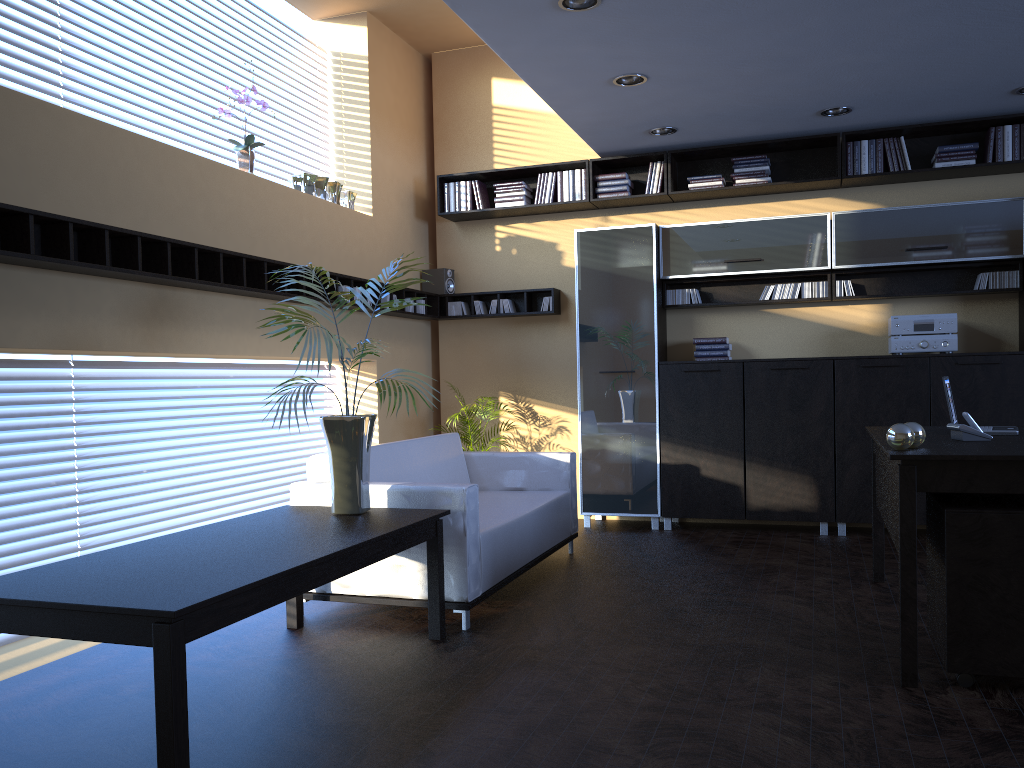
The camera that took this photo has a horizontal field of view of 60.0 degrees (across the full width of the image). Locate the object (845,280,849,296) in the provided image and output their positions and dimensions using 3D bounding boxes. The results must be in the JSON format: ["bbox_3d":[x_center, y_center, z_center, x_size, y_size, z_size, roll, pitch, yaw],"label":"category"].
[{"bbox_3d":[2.555,-0.725,6.767,0.030,0.120,0.142,-1,1,19],"label":"object"}]

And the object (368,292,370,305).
[{"bbox_3d":[-1.132,-0.639,6.631,0.140,0.118,0.026,-1,2,19],"label":"object"}]

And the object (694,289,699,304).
[{"bbox_3d":[1.487,-0.701,7.133,0.030,0.120,0.142,-1,1,19],"label":"object"}]

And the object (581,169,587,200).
[{"bbox_3d":[0.622,-1.623,7.318,0.050,0.258,0.207,-1,1,19],"label":"object"}]

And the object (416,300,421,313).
[{"bbox_3d":[-0.839,-0.648,7.464,0.142,0.118,0.040,-1,2,19],"label":"object"}]

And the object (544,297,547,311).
[{"bbox_3d":[0.307,-0.675,7.547,0.030,0.120,0.142,-1,1,19],"label":"object"}]

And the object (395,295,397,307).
[{"bbox_3d":[-0.986,-0.644,7.049,0.142,0.120,0.030,-1,2,19],"label":"object"}]

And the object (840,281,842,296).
[{"bbox_3d":[2.516,-0.724,6.782,0.009,0.120,0.142,-1,1,19],"label":"object"}]

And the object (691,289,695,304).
[{"bbox_3d":[1.469,-0.701,7.142,0.030,0.120,0.142,-1,1,19],"label":"object"}]

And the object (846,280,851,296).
[{"bbox_3d":[2.565,-0.725,6.764,0.030,0.120,0.142,-1,1,19],"label":"object"}]

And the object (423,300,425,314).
[{"bbox_3d":[-0.811,-0.650,7.534,0.142,0.120,0.009,-1,2,19],"label":"object"}]

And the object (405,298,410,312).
[{"bbox_3d":[-0.906,-0.645,7.284,0.142,0.118,0.040,-1,2,19],"label":"object"}]

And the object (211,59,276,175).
[{"bbox_3d":[-1.689,-1.662,5.646,0.351,0.696,0.437,-1,1,-2],"label":"object"}]

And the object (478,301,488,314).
[{"bbox_3d":[-0.250,-0.662,7.740,0.040,0.118,0.142,-1,1,19],"label":"object"}]

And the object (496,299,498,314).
[{"bbox_3d":[-0.115,-0.666,7.693,0.030,0.124,0.142,-1,1,19],"label":"object"}]

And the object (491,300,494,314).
[{"bbox_3d":[-0.145,-0.665,7.703,0.030,0.120,0.142,-1,1,19],"label":"object"}]

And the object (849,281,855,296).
[{"bbox_3d":[2.590,-0.724,6.760,0.040,0.118,0.142,-1,1,19],"label":"object"}]

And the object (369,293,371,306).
[{"bbox_3d":[-1.126,-0.638,6.644,0.142,0.118,0.040,-1,2,19],"label":"object"}]

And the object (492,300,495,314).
[{"bbox_3d":[-0.135,-0.666,7.700,0.030,0.120,0.142,-1,1,19],"label":"object"}]

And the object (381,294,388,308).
[{"bbox_3d":[-1.035,-0.641,6.904,0.142,0.118,0.040,-1,2,19],"label":"object"}]

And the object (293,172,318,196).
[{"bbox_3d":[-1.461,-1.401,6.285,0.126,0.160,0.133,0,1,39],"label":"object"}]

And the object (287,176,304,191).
[{"bbox_3d":[-1.503,-1.376,6.162,0.089,0.114,0.094,-2,1,-36],"label":"object"}]

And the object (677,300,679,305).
[{"bbox_3d":[1.354,-0.699,7.183,0.009,0.120,0.142,-1,1,19],"label":"object"}]

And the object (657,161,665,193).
[{"bbox_3d":[1.212,-1.636,7.118,0.075,0.260,0.207,-1,1,19],"label":"object"}]

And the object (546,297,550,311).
[{"bbox_3d":[0.326,-0.676,7.540,0.030,0.120,0.142,-1,1,19],"label":"object"}]

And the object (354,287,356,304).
[{"bbox_3d":[-1.196,-0.637,6.430,0.142,0.120,0.009,-1,2,19],"label":"object"}]

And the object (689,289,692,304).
[{"bbox_3d":[1.440,-0.700,7.155,0.009,0.120,0.142,-1,1,19],"label":"object"}]

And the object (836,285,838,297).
[{"bbox_3d":[2.487,-0.723,6.790,0.009,0.120,0.142,-1,1,19],"label":"object"}]

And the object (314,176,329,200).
[{"bbox_3d":[-1.405,-1.410,6.456,0.137,0.174,0.144,-2,1,-21],"label":"object"}]

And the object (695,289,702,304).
[{"bbox_3d":[1.502,-0.700,7.131,0.040,0.118,0.142,-1,1,19],"label":"object"}]

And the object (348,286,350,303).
[{"bbox_3d":[-1.230,-0.636,6.350,0.142,0.120,0.009,-1,2,19],"label":"object"}]

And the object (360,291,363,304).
[{"bbox_3d":[-1.169,-0.637,6.522,0.142,0.118,0.040,-1,2,19],"label":"object"}]

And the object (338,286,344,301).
[{"bbox_3d":[-1.256,-0.634,6.268,0.142,0.118,0.040,-1,2,19],"label":"object"}]

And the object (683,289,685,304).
[{"bbox_3d":[1.401,-0.700,7.165,0.009,0.120,0.142,-1,1,19],"label":"object"}]

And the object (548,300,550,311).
[{"bbox_3d":[0.327,-0.676,7.540,0.030,0.124,0.142,-1,1,19],"label":"object"}]

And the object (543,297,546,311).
[{"bbox_3d":[0.297,-0.675,7.550,0.030,0.120,0.142,-1,1,19],"label":"object"}]

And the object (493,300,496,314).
[{"bbox_3d":[-0.125,-0.666,7.696,0.030,0.120,0.142,-1,1,19],"label":"object"}]

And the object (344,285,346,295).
[{"bbox_3d":[-1.246,-0.635,6.290,0.142,0.120,0.009,-1,2,19],"label":"object"}]

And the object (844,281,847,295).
[{"bbox_3d":[2.546,-0.724,6.773,0.026,0.118,0.140,-1,1,19],"label":"object"}]

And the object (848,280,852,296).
[{"bbox_3d":[2.575,-0.725,6.762,0.026,0.118,0.140,-1,1,19],"label":"object"}]

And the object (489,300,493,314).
[{"bbox_3d":[-0.159,-0.664,7.708,0.040,0.118,0.142,-1,1,19],"label":"object"}]

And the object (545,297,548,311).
[{"bbox_3d":[0.316,-0.675,7.544,0.030,0.120,0.142,-1,1,19],"label":"object"}]

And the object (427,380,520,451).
[{"bbox_3d":[-0.276,0.571,7.420,0.840,1.241,0.689,-2,2,-37],"label":"object"}]

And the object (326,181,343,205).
[{"bbox_3d":[-1.344,-1.412,6.624,0.137,0.174,0.144,-1,1,9],"label":"object"}]

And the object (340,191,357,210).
[{"bbox_3d":[-1.269,-1.402,6.839,0.117,0.149,0.124,-1,1,19],"label":"object"}]

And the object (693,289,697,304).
[{"bbox_3d":[1.480,-0.701,7.142,0.030,0.120,0.142,-1,1,19],"label":"object"}]

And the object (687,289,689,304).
[{"bbox_3d":[1.429,-0.700,7.155,0.009,0.120,0.142,-1,1,19],"label":"object"}]

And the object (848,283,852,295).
[{"bbox_3d":[2.576,-0.725,6.764,0.030,0.120,0.142,-1,1,19],"label":"object"}]

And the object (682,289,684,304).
[{"bbox_3d":[1.392,-0.699,7.171,0.009,0.120,0.142,-1,1,19],"label":"object"}]

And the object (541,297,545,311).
[{"bbox_3d":[0.283,-0.674,7.555,0.040,0.118,0.142,-1,1,19],"label":"object"}]

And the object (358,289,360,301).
[{"bbox_3d":[-1.180,-0.638,6.478,0.142,0.120,0.009,-1,2,19],"label":"object"}]

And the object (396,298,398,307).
[{"bbox_3d":[-0.981,-0.643,7.063,0.142,0.118,0.040,-1,2,19],"label":"object"}]

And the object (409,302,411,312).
[{"bbox_3d":[-0.903,-0.646,7.298,0.142,0.120,0.030,-1,2,19],"label":"object"}]

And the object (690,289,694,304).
[{"bbox_3d":[1.459,-0.701,7.144,0.026,0.118,0.140,-1,1,19],"label":"object"}]

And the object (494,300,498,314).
[{"bbox_3d":[-0.115,-0.666,7.693,0.030,0.120,0.142,-1,1,19],"label":"object"}]
